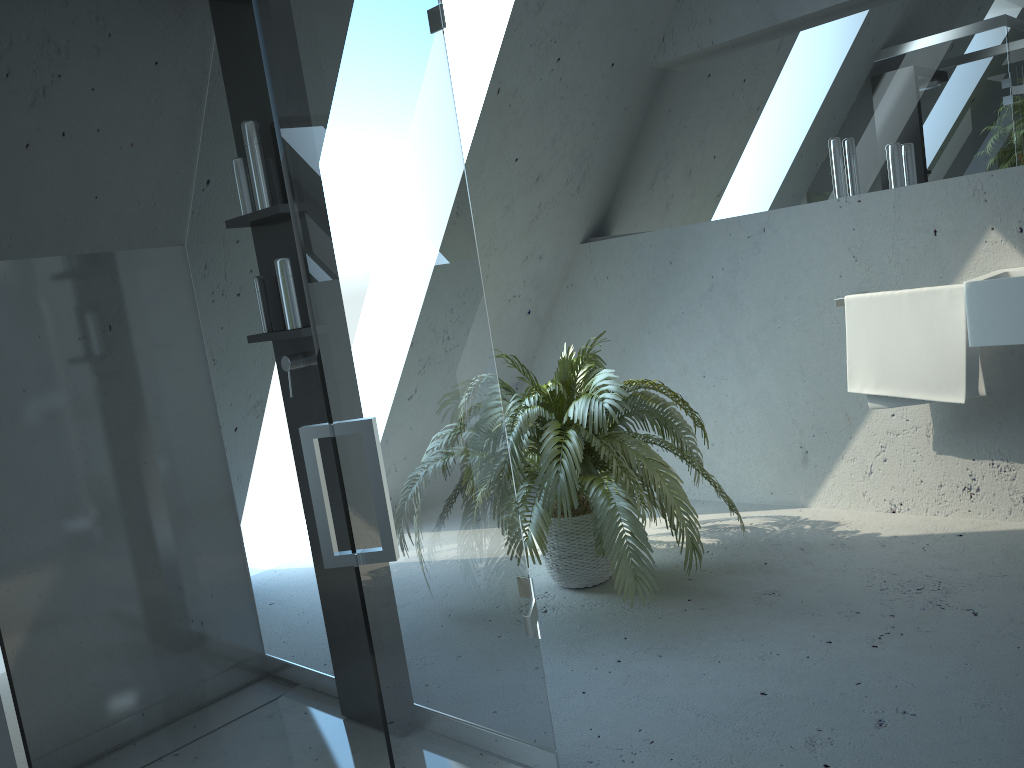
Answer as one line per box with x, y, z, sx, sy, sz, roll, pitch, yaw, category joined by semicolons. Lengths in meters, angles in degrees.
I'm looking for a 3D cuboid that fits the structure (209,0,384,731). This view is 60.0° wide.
-0.698;-0.009;2.080;0.250;1.978;0.612;-2;9;44;structure

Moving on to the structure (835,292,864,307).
1.416;-0.321;3.130;0.480;0.030;0.206;-2;9;44;structure

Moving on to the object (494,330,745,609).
0.203;0.271;3.142;1.132;0.893;1.112;-6;7;21;object

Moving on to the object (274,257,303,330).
-0.549;-0.222;2.177;0.043;0.175;0.023;-7;7;13;object

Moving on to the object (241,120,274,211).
-0.618;-0.530;2.156;0.043;0.215;0.043;-5;8;28;object

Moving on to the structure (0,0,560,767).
-0.674;-0.033;1.668;1.835;2.114;1.184;-2;9;44;structure

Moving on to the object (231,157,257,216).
-0.667;-0.492;2.215;0.043;0.144;0.023;-11;7;-20;object

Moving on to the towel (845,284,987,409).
1.384;-0.116;3.088;0.455;0.429;0.063;-2;9;44;towel

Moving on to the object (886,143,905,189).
1.398;-0.796;3.235;0.052;0.160;0.052;-5;8;28;object

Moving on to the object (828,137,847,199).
1.240;-0.821;3.377;0.045;0.225;0.045;-5;8;28;object

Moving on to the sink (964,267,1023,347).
1.841;-0.245;2.628;0.800;0.526;0.429;-2;9;44;sink

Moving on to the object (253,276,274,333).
-0.634;-0.203;2.263;0.023;0.144;0.043;-8;7;11;object
